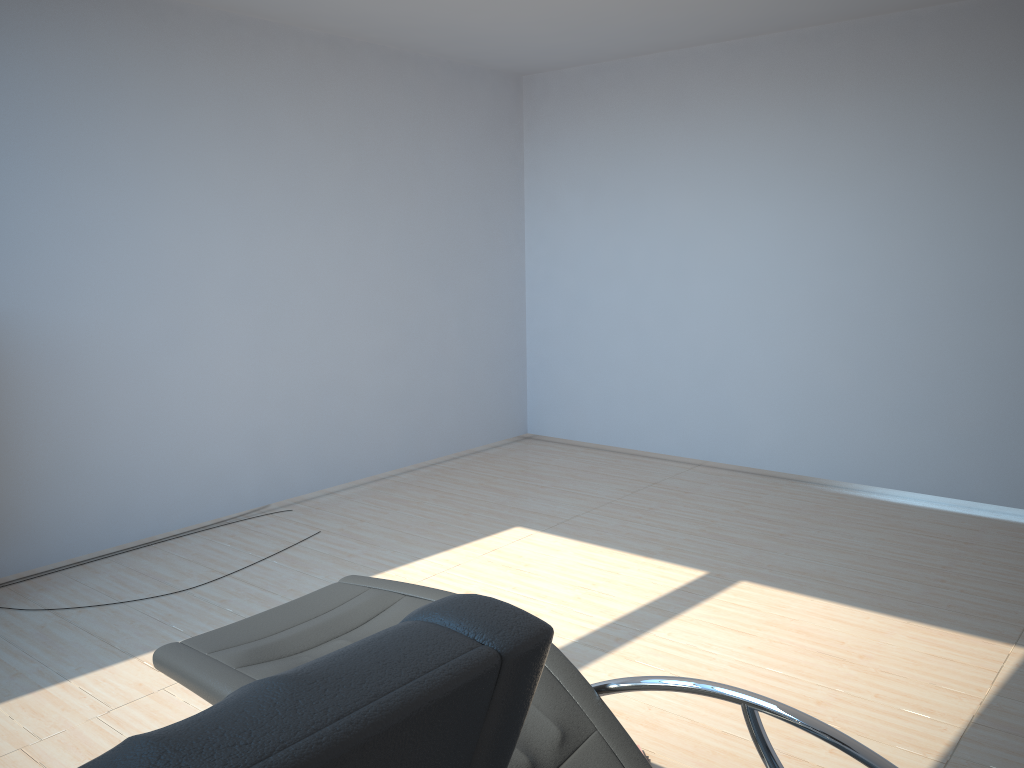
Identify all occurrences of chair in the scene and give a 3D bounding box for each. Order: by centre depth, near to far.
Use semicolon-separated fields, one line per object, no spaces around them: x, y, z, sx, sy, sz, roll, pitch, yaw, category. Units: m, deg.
-0.837;0.811;1.220;1.938;1.251;0.836;6;11;39;chair
0.178;0.877;1.664;2.114;0.953;0.836;6;11;39;chair

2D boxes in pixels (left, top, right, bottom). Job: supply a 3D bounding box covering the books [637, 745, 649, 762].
-1.356;1.142;2.501;4.790;0.222;1.045;0;9;7;books
